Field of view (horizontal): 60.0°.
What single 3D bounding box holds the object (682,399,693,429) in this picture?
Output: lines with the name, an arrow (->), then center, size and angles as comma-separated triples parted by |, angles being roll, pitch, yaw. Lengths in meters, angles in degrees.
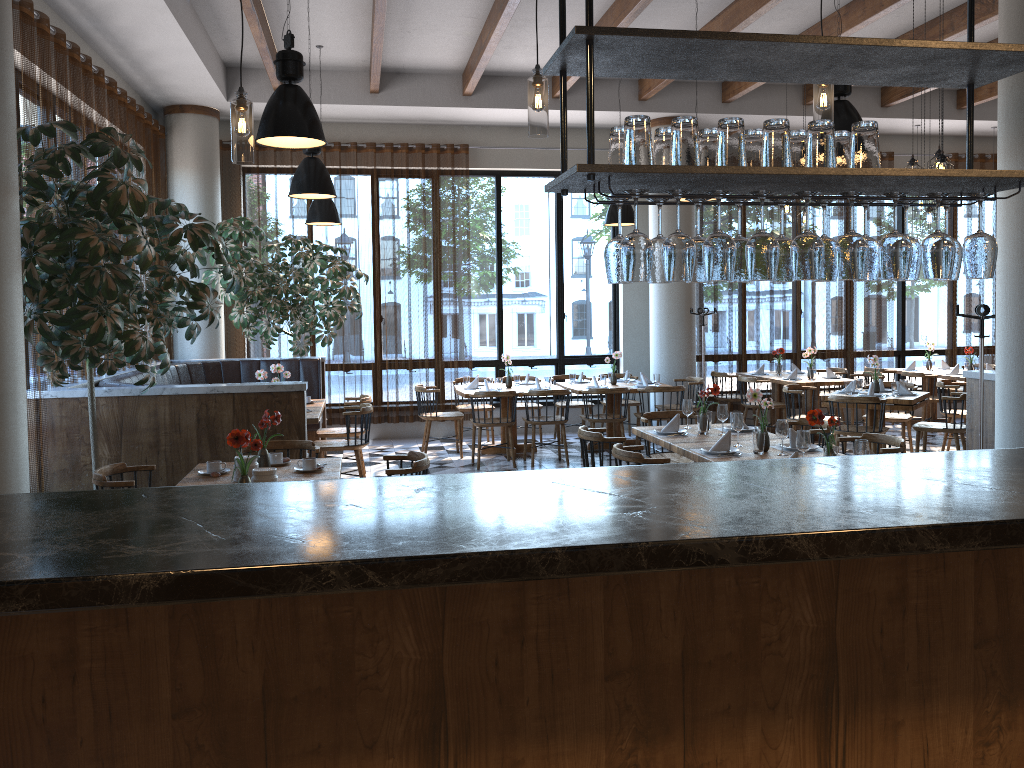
object -> 1.305, 0.224, 6.589 | 0.081, 0.215, 0.081 | 2, 4, 44

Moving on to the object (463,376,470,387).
object -> -0.532, -0.026, 10.364 | 0.080, 0.132, 0.080 | -2, 3, -25

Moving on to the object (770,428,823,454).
object -> 1.806, 0.342, 5.558 | 0.272, 0.137, 0.353 | -2, 5, -10

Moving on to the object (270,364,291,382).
object -> -2.291, -0.002, 8.776 | 0.206, 0.399, 0.146 | -1, 3, -4

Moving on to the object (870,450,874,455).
object -> 1.952, 0.411, 4.718 | 0.272, 0.137, 0.353 | -2, 5, -10

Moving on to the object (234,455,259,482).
object -> -1.438, 0.457, 4.794 | 0.130, 0.128, 0.130 | 2, 4, 34

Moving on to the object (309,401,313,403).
object -> -1.987, 0.179, 8.758 | 0.050, 0.023, 0.052 | -2, 5, -14

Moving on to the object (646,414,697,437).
object -> 1.136, 0.285, 6.353 | 0.272, 0.137, 0.353 | -2, 5, -10

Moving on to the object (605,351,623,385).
object -> 1.198, -0.190, 10.423 | 0.206, 0.399, 0.146 | -1, 3, -5

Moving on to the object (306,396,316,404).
object -> -2.040, 0.159, 8.799 | 0.176, 0.067, 0.176 | -3, 5, -27

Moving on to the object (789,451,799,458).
object -> 1.433, 0.425, 4.638 | 0.272, 0.137, 0.353 | -2, 5, -10

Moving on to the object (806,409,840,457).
object -> 1.652, 0.306, 4.713 | 0.171, 0.354, 0.156 | 1, 3, 28

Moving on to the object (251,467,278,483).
object -> -1.230, 0.487, 4.404 | 0.130, 0.128, 0.130 | 2, 4, 34

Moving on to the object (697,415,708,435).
object -> 1.353, 0.290, 6.285 | 0.080, 0.132, 0.080 | 1, 3, 25

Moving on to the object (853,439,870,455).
object -> 1.778, 0.392, 4.507 | 0.081, 0.215, 0.081 | -2, 3, -18

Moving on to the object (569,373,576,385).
object -> 0.723, -0.059, 10.548 | 0.080, 0.132, 0.080 | -2, 3, -25

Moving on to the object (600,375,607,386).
object -> 1.052, -0.035, 10.206 | 0.080, 0.132, 0.080 | -2, 3, -25

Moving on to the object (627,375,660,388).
object -> 1.512, -0.034, 10.087 | 0.352, 0.137, 0.272 | -2, 4, -10

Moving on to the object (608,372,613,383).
object -> 1.192, -0.075, 10.655 | 0.080, 0.132, 0.080 | -2, 3, -25

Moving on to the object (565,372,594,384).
object -> 0.834, -0.083, 10.781 | 0.352, 0.137, 0.272 | -2, 4, -10

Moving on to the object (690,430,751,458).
object -> 1.287, 0.356, 5.478 | 0.272, 0.137, 0.353 | -2, 5, -10

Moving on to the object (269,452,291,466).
object -> -1.410, 0.446, 5.290 | 0.176, 0.067, 0.176 | -3, 5, -24

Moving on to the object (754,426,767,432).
object -> 1.589, 0.339, 5.662 | 0.080, 0.132, 0.080 | 0, 3, 20

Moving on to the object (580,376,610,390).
object -> 0.947, -0.018, 9.989 | 0.352, 0.137, 0.272 | -2, 4, -10

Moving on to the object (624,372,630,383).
object -> 1.381, -0.077, 10.649 | 0.080, 0.132, 0.080 | -2, 3, -25

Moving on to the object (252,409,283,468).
object -> -1.377, 0.323, 5.023 | 0.156, 0.354, 0.171 | 1, 4, 38

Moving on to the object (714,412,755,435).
object -> 1.655, 0.271, 6.434 | 0.272, 0.137, 0.353 | -2, 5, -10

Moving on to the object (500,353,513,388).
object -> -0.062, -0.155, 10.222 | 0.146, 0.399, 0.207 | -1, 3, -11

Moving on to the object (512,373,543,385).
object -> 0.179, -0.064, 10.668 | 0.352, 0.137, 0.272 | -2, 4, -10

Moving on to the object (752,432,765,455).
object -> 1.505, 0.362, 5.409 | 0.080, 0.132, 0.080 | -1, 3, 5

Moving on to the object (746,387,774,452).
object -> 1.542, 0.218, 5.516 | 0.146, 0.399, 0.207 | 1, 4, 39

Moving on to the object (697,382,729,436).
object -> 1.429, 0.174, 6.323 | 0.166, 0.354, 0.296 | -1, 3, -4

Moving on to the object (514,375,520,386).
object -> 0.058, -0.043, 10.466 | 0.080, 0.132, 0.080 | -2, 3, -25

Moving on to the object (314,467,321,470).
object -> -1.105, 0.481, 5.028 | 0.050, 0.023, 0.052 | -2, 5, -14

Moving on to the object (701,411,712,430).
object -> 1.437, 0.268, 6.538 | 0.080, 0.132, 0.080 | 0, 3, 20

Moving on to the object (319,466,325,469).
object -> -1.090, 0.481, 5.059 | 0.050, 0.023, 0.052 | -2, 5, -14

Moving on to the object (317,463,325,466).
object -> -1.122, 0.470, 5.199 | 0.034, 0.023, 0.155 | 0, 5, 15

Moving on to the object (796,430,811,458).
object -> 1.603, 0.364, 4.873 | 0.081, 0.215, 0.081 | -2, 3, -18

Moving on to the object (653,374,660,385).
object -> 1.681, -0.051, 10.283 | 0.080, 0.132, 0.080 | -2, 3, -25

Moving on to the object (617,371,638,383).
object -> 1.399, -0.099, 10.879 | 0.352, 0.137, 0.272 | -2, 4, -10

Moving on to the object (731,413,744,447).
object -> 1.457, 0.295, 5.713 | 0.081, 0.215, 0.081 | 2, 4, 44

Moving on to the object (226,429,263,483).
object -> -1.270, 0.390, 4.211 | 0.156, 0.354, 0.171 | -2, 3, -24

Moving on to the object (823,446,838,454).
object -> 1.734, 0.408, 4.822 | 0.080, 0.132, 0.080 | 0, 3, 20

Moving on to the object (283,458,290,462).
object -> -1.366, 0.458, 5.342 | 0.052, 0.023, 0.050 | -2, 4, -12

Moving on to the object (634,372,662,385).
object -> 1.594, -0.072, 10.520 | 0.272, 0.137, 0.353 | -2, 5, -10

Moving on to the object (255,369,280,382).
object -> -2.185, 0.068, 7.923 | 0.207, 0.399, 0.146 | -3, 4, -43

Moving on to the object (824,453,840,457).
object -> 1.651, 0.430, 4.569 | 0.080, 0.132, 0.080 | -1, 3, 5

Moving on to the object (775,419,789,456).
object -> 1.632, 0.323, 5.347 | 0.081, 0.215, 0.081 | -2, 3, -18

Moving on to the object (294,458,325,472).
object -> -1.158, 0.461, 5.069 | 0.175, 0.067, 0.176 | 0, 5, 5
